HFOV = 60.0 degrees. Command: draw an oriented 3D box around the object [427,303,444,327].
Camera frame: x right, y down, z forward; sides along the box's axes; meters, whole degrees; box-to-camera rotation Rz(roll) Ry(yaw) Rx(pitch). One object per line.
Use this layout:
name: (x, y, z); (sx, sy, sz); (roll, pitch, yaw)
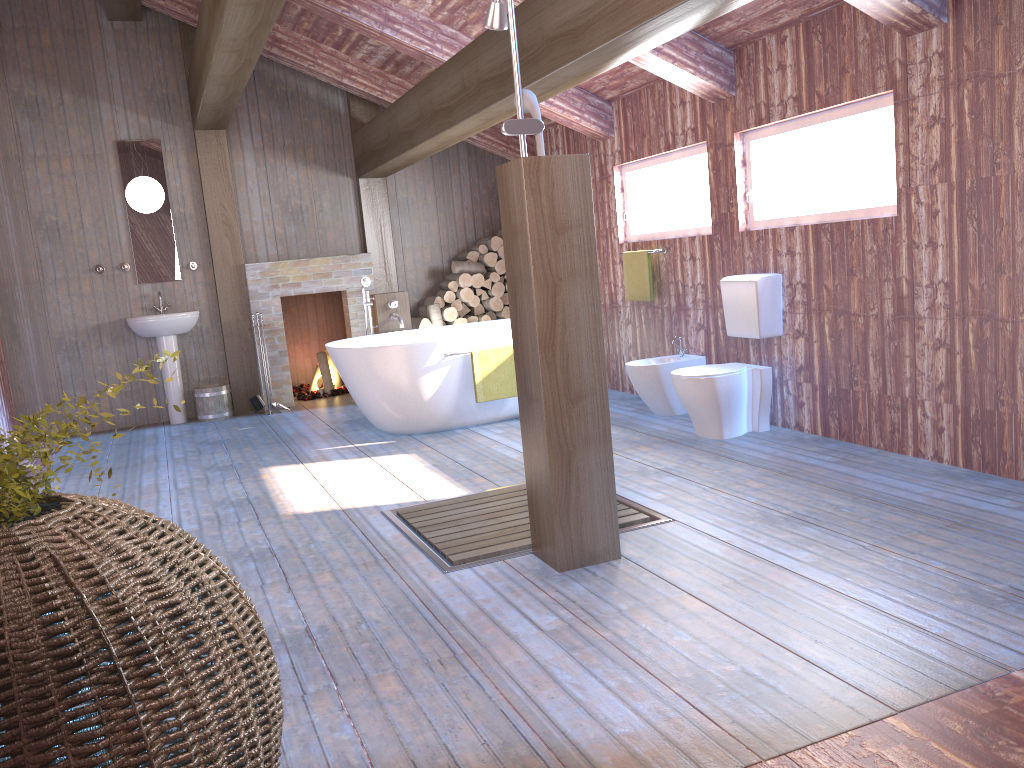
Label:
object: (-0.699, -0.592, 8.166); (0.147, 0.298, 0.109); (-8, 9, -18)

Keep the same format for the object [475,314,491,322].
object: (-0.328, -0.619, 8.498); (0.098, 0.100, 0.437); (-9, 9, -23)

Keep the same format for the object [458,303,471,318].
object: (-0.507, -0.718, 8.520); (0.128, 0.150, 0.323); (-9, 9, -21)

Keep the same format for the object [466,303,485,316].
object: (-0.369, -0.724, 8.578); (0.104, 0.127, 0.321); (-9, 9, -20)

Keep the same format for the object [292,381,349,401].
object: (-1.880, 0.047, 8.834); (0.829, 0.085, 0.935); (-12, 10, -38)

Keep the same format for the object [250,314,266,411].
object: (-2.237, -0.180, 7.649); (0.136, 0.846, 0.062); (-12, 11, -39)

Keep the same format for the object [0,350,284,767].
object: (-0.974, 0.483, 1.722); (0.972, 1.073, 0.970); (-12, 11, -40)

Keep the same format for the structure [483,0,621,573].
structure: (0.140, -0.433, 3.321); (0.328, 2.209, 0.522); (-6, 8, 0)

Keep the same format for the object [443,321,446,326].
object: (-0.729, -0.571, 8.442); (0.121, 0.124, 0.291); (-8, 9, -20)

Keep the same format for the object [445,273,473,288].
object: (-0.506, -0.982, 8.392); (0.135, 0.145, 0.439); (-9, 9, -20)

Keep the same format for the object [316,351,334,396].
object: (-1.787, -0.095, 8.511); (0.098, 0.434, 0.283); (-9, 9, -23)

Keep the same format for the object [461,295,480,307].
object: (-0.406, -0.795, 8.444); (0.115, 0.123, 0.291); (-8, 9, -20)

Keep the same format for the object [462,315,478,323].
object: (-0.424, -0.602, 8.465); (0.114, 0.120, 0.303); (-8, 9, -20)

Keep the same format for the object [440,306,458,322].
object: (-0.646, -0.668, 8.366); (0.138, 0.147, 0.440); (-9, 9, -20)

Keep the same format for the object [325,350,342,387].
object: (-1.770, -0.118, 8.762); (0.140, 0.459, 0.266); (-6, 8, -3)

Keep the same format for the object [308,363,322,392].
object: (-1.894, -0.048, 8.652); (0.221, 0.306, 0.121); (-5, 8, 6)

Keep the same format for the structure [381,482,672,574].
structure: (0.023, 0.615, 3.973); (1.000, 0.067, 1.000); (-9, 9, -21)

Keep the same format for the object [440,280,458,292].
object: (-0.593, -0.922, 8.368); (0.106, 0.112, 0.282); (-8, 9, -20)

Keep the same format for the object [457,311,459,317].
object: (-0.559, -0.667, 8.410); (0.064, 0.068, 0.174); (-9, 9, -22)

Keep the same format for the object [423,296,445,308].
object: (-0.738, -0.769, 8.361); (0.114, 0.113, 0.301); (-9, 9, -23)

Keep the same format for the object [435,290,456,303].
object: (-0.628, -0.824, 8.348); (0.115, 0.123, 0.291); (-8, 9, -20)

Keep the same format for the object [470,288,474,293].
object: (-0.412, -0.878, 8.420); (0.057, 0.061, 0.156); (-9, 9, -22)

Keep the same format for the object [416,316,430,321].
object: (-0.830, -0.599, 8.414); (0.099, 0.093, 0.280); (-8, 9, -20)

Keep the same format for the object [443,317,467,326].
object: (-0.560, -0.575, 8.427); (0.139, 0.148, 0.458); (-9, 9, -20)

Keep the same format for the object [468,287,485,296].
object: (-0.347, -0.881, 8.462); (0.088, 0.092, 0.280); (-8, 9, -20)

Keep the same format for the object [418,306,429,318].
object: (-0.800, -0.686, 8.419); (0.108, 0.113, 0.302); (-9, 9, -20)

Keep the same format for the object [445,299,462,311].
object: (-0.573, -0.746, 8.397); (0.111, 0.113, 0.301); (-9, 9, -22)

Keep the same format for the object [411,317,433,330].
object: (-0.877, -0.553, 8.295); (0.139, 0.137, 0.455); (-9, 9, -23)

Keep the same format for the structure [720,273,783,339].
structure: (1.408, -0.460, 5.214); (0.182, 0.363, 0.358); (-8, 9, -20)

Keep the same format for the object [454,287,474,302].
object: (-0.503, -0.845, 8.402); (0.141, 0.143, 0.437); (-9, 9, -23)

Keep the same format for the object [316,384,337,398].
object: (-1.781, 0.066, 8.540); (0.085, 0.084, 0.278); (-2, 9, 25)

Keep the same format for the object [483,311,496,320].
object: (-0.263, -0.654, 8.629); (0.116, 0.118, 0.289); (-9, 9, -23)

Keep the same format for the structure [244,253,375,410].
structure: (-1.789, -0.484, 8.114); (1.130, 1.330, 0.226); (-9, 9, -21)

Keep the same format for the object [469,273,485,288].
object: (-0.399, -0.985, 8.436); (0.138, 0.147, 0.440); (-9, 9, -20)

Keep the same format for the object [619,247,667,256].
object: (0.932, -0.953, 6.425); (0.091, 0.043, 0.581); (-9, 9, -20)
